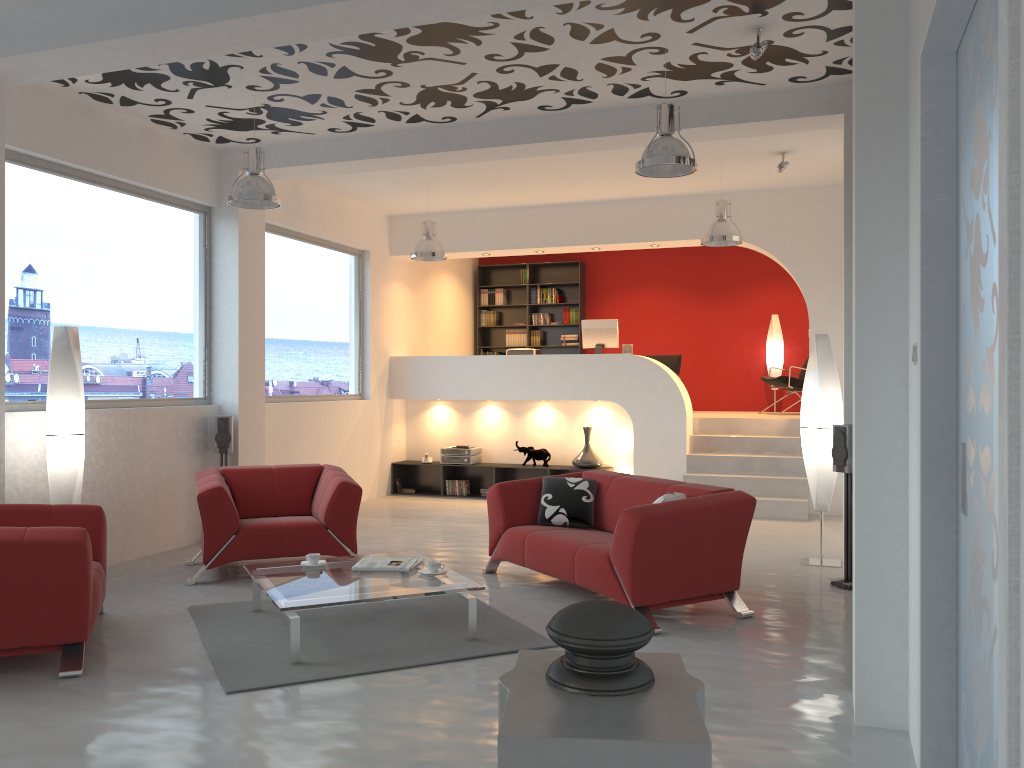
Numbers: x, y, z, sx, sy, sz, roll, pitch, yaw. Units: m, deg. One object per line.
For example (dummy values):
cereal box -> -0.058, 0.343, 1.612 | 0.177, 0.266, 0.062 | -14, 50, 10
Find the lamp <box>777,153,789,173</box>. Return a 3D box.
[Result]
lamp -> 2.479, -2.020, 8.101 | 0.118, 0.176, 0.112 | 0, 0, -28

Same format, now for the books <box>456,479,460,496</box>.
books -> -0.655, 1.283, 11.009 | 0.031, 0.190, 0.135 | 0, 0, 20

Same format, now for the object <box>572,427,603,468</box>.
object -> 0.897, 0.754, 10.531 | 0.369, 0.481, 0.369 | 0, 0, -15

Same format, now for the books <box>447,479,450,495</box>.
books -> -0.768, 1.283, 11.049 | 0.031, 0.190, 0.135 | 0, 0, 20

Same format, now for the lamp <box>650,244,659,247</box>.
lamp -> 1.655, -1.603, 10.273 | 0.105, 0.011, 0.105 | 0, 0, 8

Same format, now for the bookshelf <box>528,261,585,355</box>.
bookshelf -> 0.670, -0.715, 13.378 | 0.816, 2.213, 0.305 | 0, 0, 20

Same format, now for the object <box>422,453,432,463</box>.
object -> -1.067, 0.927, 11.146 | 0.130, 0.117, 0.146 | 0, 0, -5

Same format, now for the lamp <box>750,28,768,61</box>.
lamp -> 1.469, -2.020, 5.277 | 0.118, 0.176, 0.112 | 0, 0, -28

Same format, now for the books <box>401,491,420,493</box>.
books -> -1.292, 1.371, 11.290 | 0.190, 0.015, 0.135 | 0, 0, 20

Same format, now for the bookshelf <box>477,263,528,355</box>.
bookshelf -> -0.099, -0.715, 13.652 | 0.816, 2.213, 0.305 | 0, 0, 20

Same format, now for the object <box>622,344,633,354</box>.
object -> 1.416, -0.412, 10.842 | 0.133, 0.147, 0.151 | 0, 0, 3

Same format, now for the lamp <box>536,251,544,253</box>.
lamp -> 0.337, -1.603, 10.744 | 0.105, 0.011, 0.105 | 0, 0, 8

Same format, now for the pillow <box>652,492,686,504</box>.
pillow -> 0.899, 0.846, 5.490 | 0.288, 0.343, 0.402 | 0, 0, 27

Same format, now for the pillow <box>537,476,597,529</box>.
pillow -> 0.400, 0.846, 6.354 | 0.402, 0.343, 0.288 | 0, 0, 12

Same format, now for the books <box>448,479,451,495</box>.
books -> -0.754, 1.283, 11.044 | 0.031, 0.190, 0.135 | 0, 0, 20

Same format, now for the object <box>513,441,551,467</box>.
object -> 0.250, 0.847, 10.788 | 0.507, 0.296, 0.191 | 0, 0, 35

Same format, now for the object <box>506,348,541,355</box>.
object -> 0.178, -0.339, 11.317 | 0.397, 0.217, 0.458 | 0, 0, 20

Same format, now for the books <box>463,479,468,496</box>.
books -> -0.570, 1.283, 10.978 | 0.031, 0.190, 0.135 | 0, 0, 20

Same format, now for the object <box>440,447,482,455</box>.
object -> -0.637, 0.837, 11.084 | 0.430, 0.077, 0.349 | 0, 0, 20

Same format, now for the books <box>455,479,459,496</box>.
books -> -0.669, 1.283, 11.014 | 0.031, 0.190, 0.135 | 0, 0, 20

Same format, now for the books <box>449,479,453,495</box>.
books -> -0.740, 1.283, 11.039 | 0.031, 0.190, 0.135 | 0, 0, 20

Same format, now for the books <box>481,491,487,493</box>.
books -> -0.271, 1.326, 10.925 | 0.190, 0.015, 0.135 | 0, 0, 20

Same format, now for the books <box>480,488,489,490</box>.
books -> -0.284, 1.296, 10.929 | 0.190, 0.015, 0.135 | 0, 0, 15

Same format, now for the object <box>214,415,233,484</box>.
object -> -2.545, 0.836, 7.833 | 0.214, 1.112, 0.229 | 0, 0, -15

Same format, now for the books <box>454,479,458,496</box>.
books -> -0.684, 1.283, 11.019 | 0.031, 0.190, 0.135 | 0, 0, 20

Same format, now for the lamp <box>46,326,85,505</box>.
lamp -> -3.018, 0.502, 6.000 | 0.313, 1.779, 0.313 | 0, 0, 12

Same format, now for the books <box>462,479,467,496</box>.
books -> -0.585, 1.283, 10.983 | 0.031, 0.190, 0.135 | 0, 0, 20

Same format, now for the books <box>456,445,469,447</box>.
books -> -0.617, 0.776, 11.053 | 0.135, 0.015, 0.190 | 0, 0, 5

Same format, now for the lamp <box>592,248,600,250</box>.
lamp -> 0.996, -1.603, 10.509 | 0.105, 0.011, 0.105 | 0, 0, 8

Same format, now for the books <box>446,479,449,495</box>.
books -> -0.782, 1.283, 11.054 | 0.031, 0.190, 0.135 | 0, 0, 20

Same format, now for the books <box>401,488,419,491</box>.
books -> -1.302, 1.341, 11.293 | 0.190, 0.015, 0.135 | 0, 0, 20

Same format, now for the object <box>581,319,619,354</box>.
object -> 1.089, -0.565, 10.906 | 0.458, 0.452, 0.230 | 0, 0, 20

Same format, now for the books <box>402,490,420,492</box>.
books -> -1.287, 1.356, 11.288 | 0.190, 0.015, 0.135 | 0, 0, 20

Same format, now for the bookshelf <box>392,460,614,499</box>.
bookshelf -> -0.149, 1.193, 10.904 | 2.764, 0.397, 0.405 | 0, 0, 20

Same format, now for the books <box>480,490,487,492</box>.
books -> -0.278, 1.311, 10.919 | 0.190, 0.015, 0.135 | 0, 0, 20

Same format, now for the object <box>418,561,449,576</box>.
object -> -0.455, 1.064, 5.132 | 0.153, 0.069, 0.153 | 0, 0, -44

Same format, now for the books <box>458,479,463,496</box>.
books -> -0.627, 1.283, 10.998 | 0.031, 0.190, 0.135 | 0, 0, 20

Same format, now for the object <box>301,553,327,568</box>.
object -> -1.198, 1.064, 5.358 | 0.153, 0.069, 0.153 | 0, 0, -14

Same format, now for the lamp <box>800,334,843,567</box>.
lamp -> 2.410, 0.502, 6.901 | 0.313, 1.779, 0.313 | 0, 0, 28

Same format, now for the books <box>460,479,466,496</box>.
books -> -0.599, 1.283, 10.988 | 0.031, 0.190, 0.135 | 0, 0, 20

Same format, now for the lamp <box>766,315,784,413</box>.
lamp -> 3.638, -0.283, 12.271 | 0.237, 1.349, 0.237 | 0, 0, 28

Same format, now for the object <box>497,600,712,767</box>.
object -> 0.082, 0.800, 0.814 | 0.255, 1.184, 0.273 | 0, 0, 5

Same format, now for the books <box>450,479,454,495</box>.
books -> -0.726, 1.283, 11.034 | 0.031, 0.190, 0.135 | 0, 0, 20

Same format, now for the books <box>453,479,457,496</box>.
books -> -0.698, 1.283, 11.024 | 0.031, 0.190, 0.135 | 0, 0, 20

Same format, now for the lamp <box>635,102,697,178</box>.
lamp -> 0.949, -1.713, 5.474 | 0.379, 0.800, 0.379 | 0, 0, 12

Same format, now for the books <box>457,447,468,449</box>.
books -> -0.617, 0.791, 11.043 | 0.135, 0.015, 0.190 | 0, 0, 0

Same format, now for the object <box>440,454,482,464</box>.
object -> -0.640, 0.935, 11.077 | 0.430, 0.100, 0.365 | 0, 0, 20

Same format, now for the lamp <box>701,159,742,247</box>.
lamp -> 1.959, -1.713, 8.299 | 0.379, 0.800, 0.379 | 0, 0, -9

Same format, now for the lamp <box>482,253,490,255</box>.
lamp -> -0.322, -1.603, 10.980 | 0.105, 0.011, 0.105 | 0, 0, 8

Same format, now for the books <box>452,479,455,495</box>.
books -> -0.712, 1.283, 11.029 | 0.031, 0.190, 0.135 | 0, 0, 20

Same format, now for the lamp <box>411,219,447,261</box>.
lamp -> -0.874, -1.713, 9.312 | 0.379, 0.800, 0.379 | 0, 0, -9

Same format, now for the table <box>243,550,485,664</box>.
table -> -0.888, 1.242, 5.100 | 1.097, 0.286, 1.162 | 0, 0, -25

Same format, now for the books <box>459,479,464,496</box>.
books -> -0.613, 1.283, 10.993 | 0.031, 0.190, 0.135 | 0, 0, 20

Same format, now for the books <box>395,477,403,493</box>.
books -> -1.433, 1.289, 11.287 | 0.063, 0.187, 0.135 | 0, 0, 20

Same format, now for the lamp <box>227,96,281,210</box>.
lamp -> -1.884, -1.713, 6.487 | 0.379, 0.800, 0.379 | 0, 0, -42

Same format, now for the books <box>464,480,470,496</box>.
books -> -0.556, 1.283, 10.973 | 0.031, 0.190, 0.135 | 0, 0, 20

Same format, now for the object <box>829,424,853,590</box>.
object -> 2.330, 0.836, 6.098 | 0.229, 1.112, 0.214 | 0, 0, -25

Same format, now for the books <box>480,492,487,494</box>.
books -> -0.277, 1.341, 10.927 | 0.190, 0.015, 0.135 | 0, 0, 25
